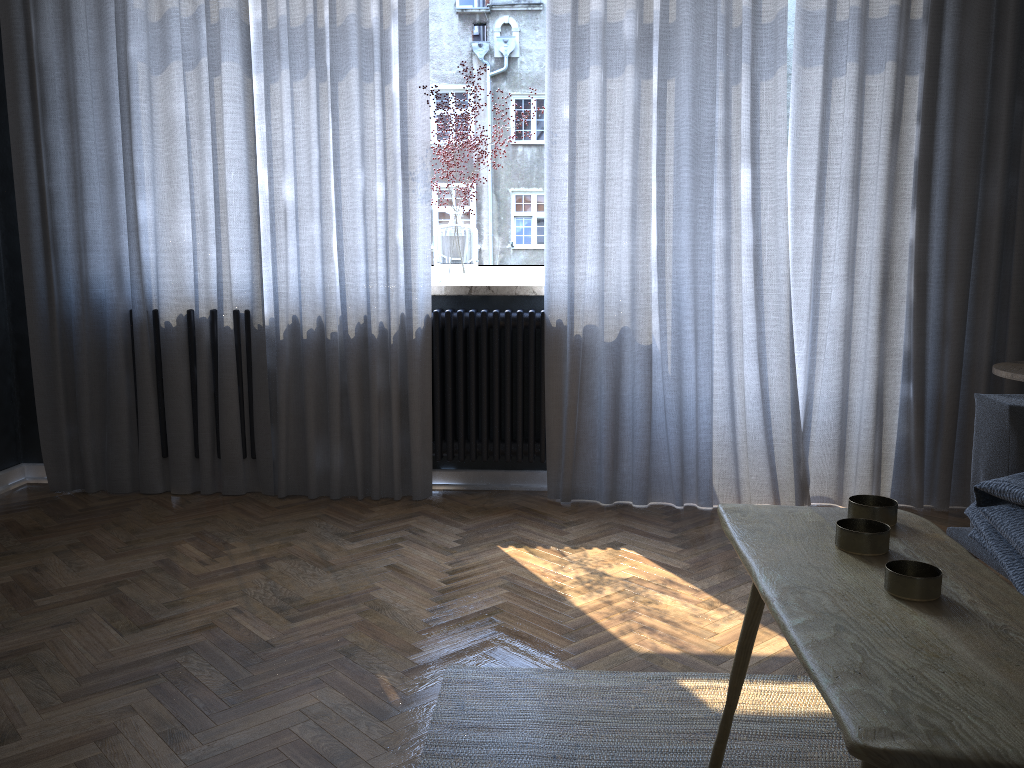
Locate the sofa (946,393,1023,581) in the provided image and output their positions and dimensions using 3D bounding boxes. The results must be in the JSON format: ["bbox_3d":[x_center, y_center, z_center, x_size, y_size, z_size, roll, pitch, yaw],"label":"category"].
[{"bbox_3d":[1.579,0.376,1.263,0.970,0.800,2.334,0,8,3],"label":"sofa"}]

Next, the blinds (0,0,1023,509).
[{"bbox_3d":[0.054,-0.936,3.337,3.992,2.796,0.311,0,9,3],"label":"blinds"}]

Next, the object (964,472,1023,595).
[{"bbox_3d":[1.307,0.315,1.853,0.490,0.330,0.665,1,8,8],"label":"object"}]

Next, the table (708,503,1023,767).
[{"bbox_3d":[0.468,0.521,1.139,0.339,0.551,0.786,1,8,3],"label":"table"}]

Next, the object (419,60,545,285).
[{"bbox_3d":[-0.190,-0.796,3.464,0.514,0.811,0.598,-4,9,-22],"label":"object"}]

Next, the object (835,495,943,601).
[{"bbox_3d":[0.503,0.216,1.225,0.103,0.033,0.368,2,8,14],"label":"object"}]

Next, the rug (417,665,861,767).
[{"bbox_3d":[0.288,0.809,1.059,1.003,0.013,2.006,0,8,3],"label":"rug"}]

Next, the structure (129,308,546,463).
[{"bbox_3d":[-0.635,-0.005,3.589,1.846,0.602,0.215,0,9,3],"label":"structure"}]
